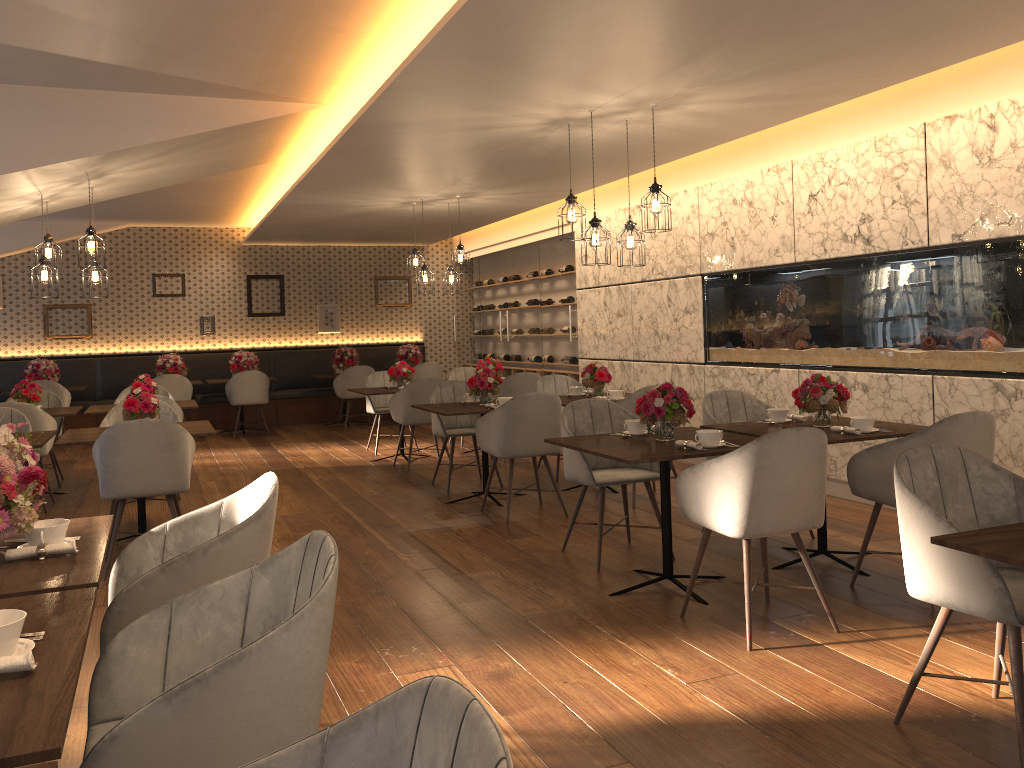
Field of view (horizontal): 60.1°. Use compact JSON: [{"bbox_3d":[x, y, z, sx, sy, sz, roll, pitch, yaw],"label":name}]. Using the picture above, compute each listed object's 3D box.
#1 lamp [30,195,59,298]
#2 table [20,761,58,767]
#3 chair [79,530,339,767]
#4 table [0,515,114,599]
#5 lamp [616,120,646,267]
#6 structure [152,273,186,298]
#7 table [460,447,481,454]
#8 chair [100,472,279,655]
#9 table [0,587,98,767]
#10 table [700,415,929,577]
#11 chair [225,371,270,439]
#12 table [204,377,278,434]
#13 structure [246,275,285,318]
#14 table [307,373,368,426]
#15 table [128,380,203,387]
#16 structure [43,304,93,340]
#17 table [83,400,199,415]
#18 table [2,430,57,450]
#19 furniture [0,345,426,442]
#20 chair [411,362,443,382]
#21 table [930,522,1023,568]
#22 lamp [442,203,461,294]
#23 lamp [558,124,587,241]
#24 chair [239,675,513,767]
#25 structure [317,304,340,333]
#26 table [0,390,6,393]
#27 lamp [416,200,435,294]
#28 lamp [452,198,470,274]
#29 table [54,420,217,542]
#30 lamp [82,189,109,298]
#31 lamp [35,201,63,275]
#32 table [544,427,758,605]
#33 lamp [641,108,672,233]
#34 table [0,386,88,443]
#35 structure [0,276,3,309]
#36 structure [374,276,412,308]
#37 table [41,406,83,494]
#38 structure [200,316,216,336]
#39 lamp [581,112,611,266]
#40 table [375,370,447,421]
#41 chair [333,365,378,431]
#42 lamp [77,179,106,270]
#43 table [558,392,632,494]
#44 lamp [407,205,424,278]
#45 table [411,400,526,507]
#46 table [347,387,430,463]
[{"bbox_3d":[-3.420,-1.659,6.419,0.175,2.070,0.175,-2,0,-20],"label":"lamp"},{"bbox_3d":[-0.870,0.931,0.656,0.897,0.720,0.897,-3,2,-22],"label":"table"},{"bbox_3d":[-0.617,0.774,1.814,0.526,0.872,0.565,-2,1,-22],"label":"chair"},{"bbox_3d":[-1.575,0.844,2.397,0.897,0.720,0.897,-3,2,-22],"label":"table"},{"bbox_3d":[0.753,-1.810,5.828,0.175,2.070,0.175,-2,0,-20],"label":"lamp"},{"bbox_3d":[-4.917,-1.414,12.693,0.449,0.345,0.015,-3,1,-22],"label":"structure"},{"bbox_3d":[-0.246,0.357,9.417,0.897,0.720,0.897,-3,2,-22],"label":"table"},{"bbox_3d":[-0.970,0.731,2.684,0.526,0.872,0.565,-2,1,-22],"label":"chair"},{"bbox_3d":[-1.222,0.888,1.527,0.897,0.720,0.897,-3,2,-22],"label":"table"},{"bbox_3d":[1.650,0.590,4.730,0.897,0.720,0.897,-3,2,-22],"label":"table"},{"bbox_3d":[-3.431,0.252,11.555,0.565,0.872,0.526,-2,1,-22],"label":"chair"},{"bbox_3d":[-3.716,0.299,12.164,0.897,0.720,0.897,-3,2,-22],"label":"table"},{"bbox_3d":[-3.668,-1.311,13.195,0.544,0.632,0.035,-3,1,-22],"label":"structure"},{"bbox_3d":[-2.404,0.222,12.695,0.897,0.720,0.897,-3,2,-22],"label":"table"},{"bbox_3d":[-4.605,0.351,11.804,0.897,0.720,0.897,-3,2,-22],"label":"table"},{"bbox_3d":[-6.113,-0.858,12.194,0.601,0.485,0.032,-3,1,-22],"label":"structure"},{"bbox_3d":[-3.267,0.555,7.869,0.897,0.720,0.897,-3,2,-22],"label":"table"},{"bbox_3d":[-3.285,0.714,5.355,0.897,0.720,0.897,-3,2,-22],"label":"table"},{"bbox_3d":[-4.568,0.125,12.507,7.094,1.081,0.541,-3,1,-22],"label":"furniture"},{"bbox_3d":[-1.230,0.123,12.447,0.565,0.872,0.526,-2,1,-22],"label":"chair"},{"bbox_3d":[1.691,0.757,2.073,0.897,0.720,0.897,-3,2,-22],"label":"table"},{"bbox_3d":[-0.669,-1.984,9.344,0.175,2.070,0.175,-2,0,-20],"label":"lamp"},{"bbox_3d":[0.370,-1.995,5.893,0.175,2.070,0.175,-2,0,-20],"label":"lamp"},{"bbox_3d":[-0.265,0.817,0.943,0.526,0.872,0.565,-2,1,-22],"label":"chair"},{"bbox_3d":[-2.801,-0.998,13.535,0.340,0.440,0.034,-3,1,-22],"label":"structure"},{"bbox_3d":[-6.805,0.480,10.913,0.897,0.720,0.897,-3,2,-22],"label":"table"},{"bbox_3d":[-0.923,-1.961,9.105,0.175,2.070,0.175,-2,0,-20],"label":"lamp"},{"bbox_3d":[-0.553,-2.163,9.038,0.175,2.070,0.175,-2,0,-20],"label":"lamp"},{"bbox_3d":[-2.395,0.662,5.714,0.897,0.720,0.897,-3,2,-22],"label":"table"},{"bbox_3d":[-3.166,-1.683,6.658,0.175,2.070,0.175,-2,0,-20],"label":"lamp"},{"bbox_3d":[-3.550,-1.868,6.722,0.175,2.070,0.175,-2,0,-20],"label":"lamp"},{"bbox_3d":[0.761,0.643,4.370,0.897,0.720,0.897,-3,2,-22],"label":"table"},{"bbox_3d":[0.870,-1.988,5.523,0.175,2.070,0.175,-2,0,-20],"label":"lamp"},{"bbox_3d":[-5.917,0.428,11.273,0.897,0.720,0.897,-3,2,-22],"label":"table"},{"bbox_3d":[-7.007,-1.224,11.836,0.340,0.440,0.034,-3,1,-22],"label":"structure"},{"bbox_3d":[-1.864,-1.449,13.917,0.601,0.485,0.032,-3,1,-22],"label":"structure"},{"bbox_3d":[-4.156,0.607,7.509,0.897,0.720,0.897,-3,2,-22],"label":"table"},{"bbox_3d":[-4.428,-0.845,12.884,0.216,0.277,0.018,-3,1,-22],"label":"structure"},{"bbox_3d":[0.499,-1.786,5.589,0.175,2.070,0.175,-2,0,-20],"label":"lamp"},{"bbox_3d":[-1.515,0.169,13.055,0.897,0.720,0.897,-3,2,-22],"label":"table"},{"bbox_3d":[-2.119,0.175,12.087,0.565,0.872,0.526,-2,1,-22],"label":"chair"},{"bbox_3d":[-3.049,-1.861,6.352,0.175,2.070,0.175,-2,0,-20],"label":"lamp"},{"bbox_3d":[0.683,0.471,7.120,0.897,0.720,0.897,-3,2,-22],"label":"table"},{"bbox_3d":[-1.053,-2.170,9.408,0.175,2.070,0.175,-2,0,-20],"label":"lamp"},{"bbox_3d":[-0.205,0.524,6.760,0.897,0.720,0.897,-3,2,-22],"label":"table"},{"bbox_3d":[-1.135,0.409,9.057,0.897,0.720,0.897,-3,2,-22],"label":"table"}]
